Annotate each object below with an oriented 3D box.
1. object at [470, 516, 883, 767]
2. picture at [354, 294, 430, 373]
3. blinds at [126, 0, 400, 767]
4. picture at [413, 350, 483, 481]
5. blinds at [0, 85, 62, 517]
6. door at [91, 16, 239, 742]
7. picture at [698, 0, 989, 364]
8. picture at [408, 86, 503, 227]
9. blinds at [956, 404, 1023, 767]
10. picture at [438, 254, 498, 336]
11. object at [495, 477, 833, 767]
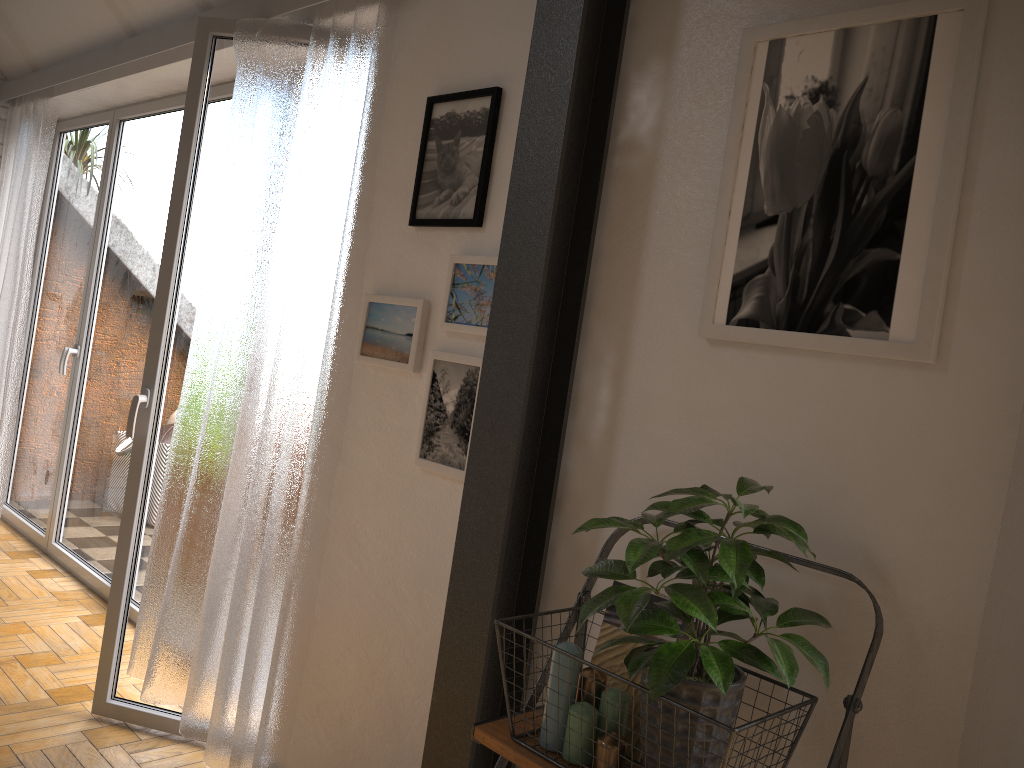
[{"bbox_3d":[0.106,0.776,1.292,0.580,1.078,0.629,9,0,44],"label":"object"},{"bbox_3d":[-0.313,-0.134,2.287,0.252,0.183,0.023,10,1,44],"label":"picture"},{"bbox_3d":[-0.749,-0.053,2.591,0.752,2.289,0.187,8,0,39],"label":"blinds"},{"bbox_3d":[-0.142,0.071,2.093,0.202,0.284,0.022,9,0,44],"label":"picture"},{"bbox_3d":[-2.671,-0.412,4.593,0.697,2.287,0.137,8,0,42],"label":"blinds"},{"bbox_3d":[-0.767,-0.003,2.747,0.803,2.231,0.111,9,0,7],"label":"door"},{"bbox_3d":[0.536,-0.343,1.492,0.416,0.575,0.022,9,0,44],"label":"picture"},{"bbox_3d":[-0.144,-0.555,2.190,0.262,0.336,0.021,9,0,44],"label":"picture"},{"bbox_3d":[0.880,0.248,0.996,0.123,2.283,0.669,9,0,-45],"label":"blinds"},{"bbox_3d":[-0.070,-0.206,2.060,0.252,0.183,0.023,10,1,44],"label":"picture"},{"bbox_3d":[0.222,0.364,1.342,0.395,0.475,0.493,8,1,-33],"label":"object"}]
